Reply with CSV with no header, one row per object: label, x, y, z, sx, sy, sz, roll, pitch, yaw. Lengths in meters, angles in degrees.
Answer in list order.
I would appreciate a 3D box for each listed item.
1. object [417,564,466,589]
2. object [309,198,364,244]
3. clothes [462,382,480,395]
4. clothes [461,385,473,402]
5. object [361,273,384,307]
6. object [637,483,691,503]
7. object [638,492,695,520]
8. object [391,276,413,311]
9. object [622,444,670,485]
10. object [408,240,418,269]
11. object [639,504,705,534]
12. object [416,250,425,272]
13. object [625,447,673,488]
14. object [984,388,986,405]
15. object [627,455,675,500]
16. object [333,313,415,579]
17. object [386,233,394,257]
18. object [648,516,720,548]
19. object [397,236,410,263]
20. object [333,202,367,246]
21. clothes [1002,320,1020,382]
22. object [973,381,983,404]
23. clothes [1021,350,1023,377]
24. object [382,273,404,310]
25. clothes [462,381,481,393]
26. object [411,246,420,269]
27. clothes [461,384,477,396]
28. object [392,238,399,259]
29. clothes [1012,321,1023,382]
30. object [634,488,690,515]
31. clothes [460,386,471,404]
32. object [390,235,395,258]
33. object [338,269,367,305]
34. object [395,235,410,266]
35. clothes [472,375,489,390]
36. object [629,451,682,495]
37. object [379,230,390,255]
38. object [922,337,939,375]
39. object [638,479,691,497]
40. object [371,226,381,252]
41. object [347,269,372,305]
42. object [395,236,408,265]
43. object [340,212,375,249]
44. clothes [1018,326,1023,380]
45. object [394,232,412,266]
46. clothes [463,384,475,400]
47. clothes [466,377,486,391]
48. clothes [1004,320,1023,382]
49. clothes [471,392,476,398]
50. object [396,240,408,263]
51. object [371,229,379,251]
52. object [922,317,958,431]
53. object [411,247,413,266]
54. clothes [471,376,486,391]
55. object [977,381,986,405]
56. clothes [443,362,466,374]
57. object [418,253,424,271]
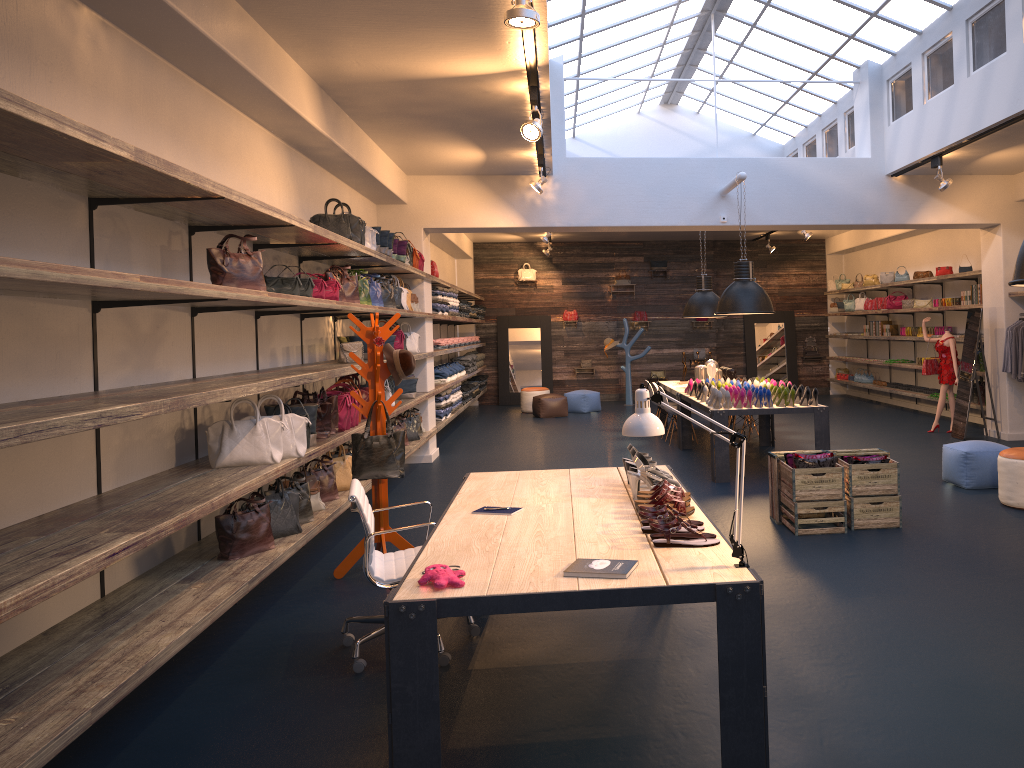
object,-0.240,0.649,2.994,0.161,0.051,0.300,-1,3,-4
object,-1.420,-1.309,7.029,0.439,0.386,0.186,-2,1,-10
clothes,-0.838,0.089,16.500,0.408,0.251,0.354,-1,2,8
clothes,-0.861,0.167,14.875,0.356,0.299,0.303,-1,2,-2
object,-1.334,-0.876,8.160,0.200,0.339,0.406,-1,2,37
object,0.719,0.527,4.097,0.267,0.117,0.097,-2,1,-12
object,0.689,0.542,3.866,0.266,0.117,0.097,-2,1,-11
object,-1.260,-0.990,9.548,0.178,0.386,0.459,-1,2,37
object,0.744,0.434,4.758,0.284,0.223,0.117,-1,1,-5
object,-1.250,-1.501,10.119,0.274,0.385,0.208,-2,1,-43
object,0.676,0.566,3.678,0.281,0.090,0.223,-1,3,1
object,-1.210,-1.488,10.520,0.268,0.310,0.200,-2,2,-40
object,0.742,0.442,4.626,0.283,0.223,0.117,-1,1,-4
object,6.909,0.141,12.406,0.374,0.339,0.218,-1,1,3
object,0.711,0.461,4.329,0.291,0.223,0.114,-2,1,-14
object,-0.888,0.393,5.767,0.418,1.729,0.472,-1,0,25
object,-1.319,-1.312,8.178,0.431,0.232,0.172,-2,1,-11
object,0.681,0.580,3.443,0.282,0.090,0.212,-1,3,-3
object,-1.261,-1.444,9.469,0.301,0.352,0.132,-1,0,-8
object,-1.428,-1.320,7.221,0.431,0.386,0.190,-1,1,-4
clothes,6.702,-0.434,11.444,0.551,0.815,0.120,-1,0,-6
object,6.928,0.120,12.757,0.373,0.339,0.218,-1,1,3
clothes,6.700,-0.403,10.929,0.664,0.754,0.127,-1,0,-4
object,-1.289,-0.953,8.958,0.178,0.386,0.459,-1,2,37
clothes,-0.815,0.065,16.894,0.423,0.251,0.341,-1,2,-5
object,-1.243,-1.483,10.251,0.274,0.330,0.208,-2,2,-43
clothes,-0.858,0.115,16.084,0.423,0.251,0.341,-1,2,-5
object,-1.345,-1.342,8.723,0.428,0.235,0.173,-2,1,-9
clothes,6.727,-0.430,11.242,0.543,0.801,0.184,-1,0,-10
object,0.690,0.534,3.986,0.255,0.117,0.101,-1,1,4
clothes,-0.878,0.187,14.549,0.380,0.299,0.309,-2,2,-13
object,-1.334,-1.320,8.362,0.428,0.235,0.173,-2,1,-9
object,-1.372,-0.818,7.367,0.181,0.322,0.408,-1,2,39
object,-1.272,-1.430,9.296,0.346,0.335,0.167,-1,1,7
clothes,-0.692,-0.033,18.100,0.366,0.299,0.646,-1,3,3
object,0.740,0.452,4.469,0.292,0.223,0.114,-2,1,-15
object,-1.328,-1.301,8.007,0.421,0.232,0.176,-1,1,-3
object,6.118,-0.408,12.682,0.342,0.553,0.084,-2,0,-28
object,0.740,0.519,4.214,0.258,0.117,0.100,-1,1,0
object,-1.339,-1.294,7.817,0.323,0.244,0.191,-1,1,16
object,-1.362,-0.843,7.634,0.200,0.339,0.406,-1,2,37
object,-1.280,-1.420,9.131,0.346,0.335,0.167,-1,1,7
object,-1.399,-1.307,7.435,0.439,0.331,0.186,-2,1,-11
clothes,6.719,-0.420,11.081,0.543,0.801,0.184,-1,0,-10
object,-1.254,-1.481,9.608,0.301,0.410,0.132,-1,0,-8
clothes,-0.844,0.147,15.202,0.349,0.299,0.309,-1,2,5
clothes,-0.721,0.017,17.283,0.372,0.299,0.326,-1,2,1
clothes,6.699,-0.430,11.377,0.551,0.815,0.120,-1,0,-6
clothes,-0.881,0.140,15.690,0.408,0.251,0.354,-1,2,8
object,-1.273,-1.356,8.929,0.421,0.235,0.176,-1,1,-3
object,-1.389,-1.320,7.638,0.437,0.331,0.187,-2,1,-9
object,6.220,-0.136,12.439,0.367,1.664,0.699,-1,0,-21
object,-1.304,-1.464,9.781,0.263,0.338,0.316,0,2,41
clothes,-0.715,-0.003,17.607,0.380,0.299,0.309,-2,2,-13
object,6.886,0.124,12.559,0.348,0.356,0.160,-1,1,-5
clothes,-1.004,-0.249,14.516,0.429,0.240,0.424,-1,3,-2
object,-1.202,-1.464,10.419,0.241,0.283,0.319,0,2,36
